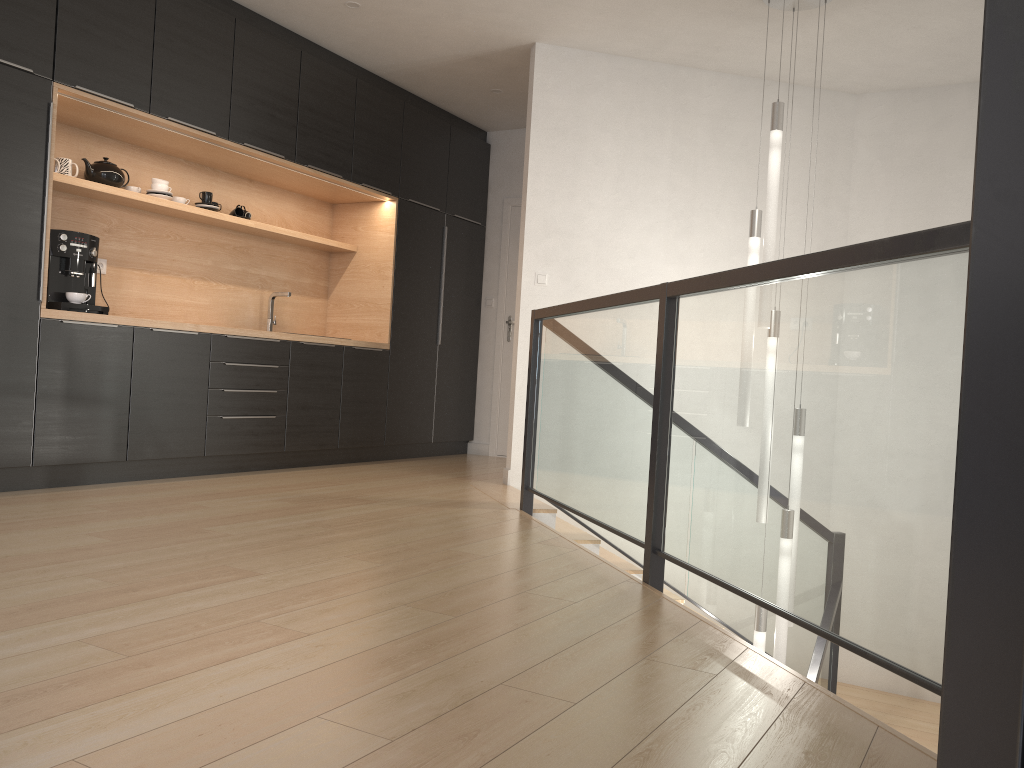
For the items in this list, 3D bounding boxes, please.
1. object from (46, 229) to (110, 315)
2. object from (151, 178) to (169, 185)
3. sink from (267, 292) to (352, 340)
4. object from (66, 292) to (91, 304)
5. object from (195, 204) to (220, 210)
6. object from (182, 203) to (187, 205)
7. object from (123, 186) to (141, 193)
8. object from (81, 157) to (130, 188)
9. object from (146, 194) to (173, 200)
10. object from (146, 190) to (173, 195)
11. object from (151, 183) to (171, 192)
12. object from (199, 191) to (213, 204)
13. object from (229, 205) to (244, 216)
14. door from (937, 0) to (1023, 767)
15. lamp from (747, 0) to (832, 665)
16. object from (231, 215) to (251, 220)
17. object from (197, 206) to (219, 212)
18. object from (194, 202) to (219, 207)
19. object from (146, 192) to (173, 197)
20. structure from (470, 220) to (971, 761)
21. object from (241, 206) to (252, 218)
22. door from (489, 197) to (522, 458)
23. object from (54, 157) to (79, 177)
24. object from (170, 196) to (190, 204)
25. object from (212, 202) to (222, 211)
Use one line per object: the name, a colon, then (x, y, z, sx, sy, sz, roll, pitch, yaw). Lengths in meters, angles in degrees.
object: (-2.220, -0.554, 4.603, 0.584, 0.398, 0.618, 4, 0, 30)
object: (-2.028, -1.151, 5.108, 0.098, 0.075, 0.095, 4, 1, 41)
sink: (-1.470, -0.354, 5.928, 0.512, 0.518, 0.626, 4, 0, 30)
object: (-2.139, -0.417, 4.355, 0.099, 0.057, 0.095, 4, 0, 33)
object: (-1.866, -1.073, 5.432, 0.145, 0.025, 0.145, 4, 1, 43)
object: (-2.016, -1.069, 5.349, 0.145, 0.025, 0.145, 4, 1, 43)
object: (-2.165, -1.091, 5.060, 0.099, 0.057, 0.095, 3, 0, -13)
object: (-2.219, -1.150, 4.845, 0.240, 0.171, 0.213, 3, 0, -24)
object: (-2.032, -1.068, 5.108, 0.145, 0.025, 0.145, 4, 0, 16)
object: (-2.031, -1.092, 5.108, 0.145, 0.025, 0.145, 4, 0, 16)
object: (-2.030, -1.117, 5.112, 0.095, 0.057, 0.099, 3, 0, 2)
object: (-1.869, -1.127, 5.424, 0.066, 0.092, 0.084, 3, 0, -1)
object: (-1.764, -1.100, 5.669, 0.100, 0.093, 0.066, 4, 1, 45)
door: (0.076, -0.790, 0.015, 0.905, 2.500, 0.924, 3, 0, -15)
lamp: (1.403, -1.133, 4.492, 0.359, 6.725, 0.359, 3, 0, -24)
object: (-1.751, -1.055, 5.689, 0.145, 0.025, 0.145, 4, 0, 32)
object: (-1.870, -1.061, 5.431, 0.145, 0.025, 0.145, 4, 1, 43)
object: (-1.868, -1.085, 5.430, 0.145, 0.025, 0.145, 4, 1, 43)
object: (-2.031, -1.079, 5.111, 0.145, 0.025, 0.145, 4, 0, 16)
structure: (1.578, 1.895, 3.692, 2.823, 4.339, 4.190, 3, 0, -15)
object: (-1.726, -1.104, 5.719, 0.100, 0.093, 0.066, 4, 1, 40)
door: (0.293, -0.441, 7.095, 0.974, 2.136, 0.085, 4, 0, 30)
object: (-2.389, -1.125, 4.542, 0.112, 0.105, 0.297, 4, 0, 32)
object: (-2.015, -1.094, 5.349, 0.099, 0.057, 0.095, 4, 0, 28)
object: (-1.879, -1.096, 5.576, 0.084, 0.092, 0.066, 4, 0, 36)
